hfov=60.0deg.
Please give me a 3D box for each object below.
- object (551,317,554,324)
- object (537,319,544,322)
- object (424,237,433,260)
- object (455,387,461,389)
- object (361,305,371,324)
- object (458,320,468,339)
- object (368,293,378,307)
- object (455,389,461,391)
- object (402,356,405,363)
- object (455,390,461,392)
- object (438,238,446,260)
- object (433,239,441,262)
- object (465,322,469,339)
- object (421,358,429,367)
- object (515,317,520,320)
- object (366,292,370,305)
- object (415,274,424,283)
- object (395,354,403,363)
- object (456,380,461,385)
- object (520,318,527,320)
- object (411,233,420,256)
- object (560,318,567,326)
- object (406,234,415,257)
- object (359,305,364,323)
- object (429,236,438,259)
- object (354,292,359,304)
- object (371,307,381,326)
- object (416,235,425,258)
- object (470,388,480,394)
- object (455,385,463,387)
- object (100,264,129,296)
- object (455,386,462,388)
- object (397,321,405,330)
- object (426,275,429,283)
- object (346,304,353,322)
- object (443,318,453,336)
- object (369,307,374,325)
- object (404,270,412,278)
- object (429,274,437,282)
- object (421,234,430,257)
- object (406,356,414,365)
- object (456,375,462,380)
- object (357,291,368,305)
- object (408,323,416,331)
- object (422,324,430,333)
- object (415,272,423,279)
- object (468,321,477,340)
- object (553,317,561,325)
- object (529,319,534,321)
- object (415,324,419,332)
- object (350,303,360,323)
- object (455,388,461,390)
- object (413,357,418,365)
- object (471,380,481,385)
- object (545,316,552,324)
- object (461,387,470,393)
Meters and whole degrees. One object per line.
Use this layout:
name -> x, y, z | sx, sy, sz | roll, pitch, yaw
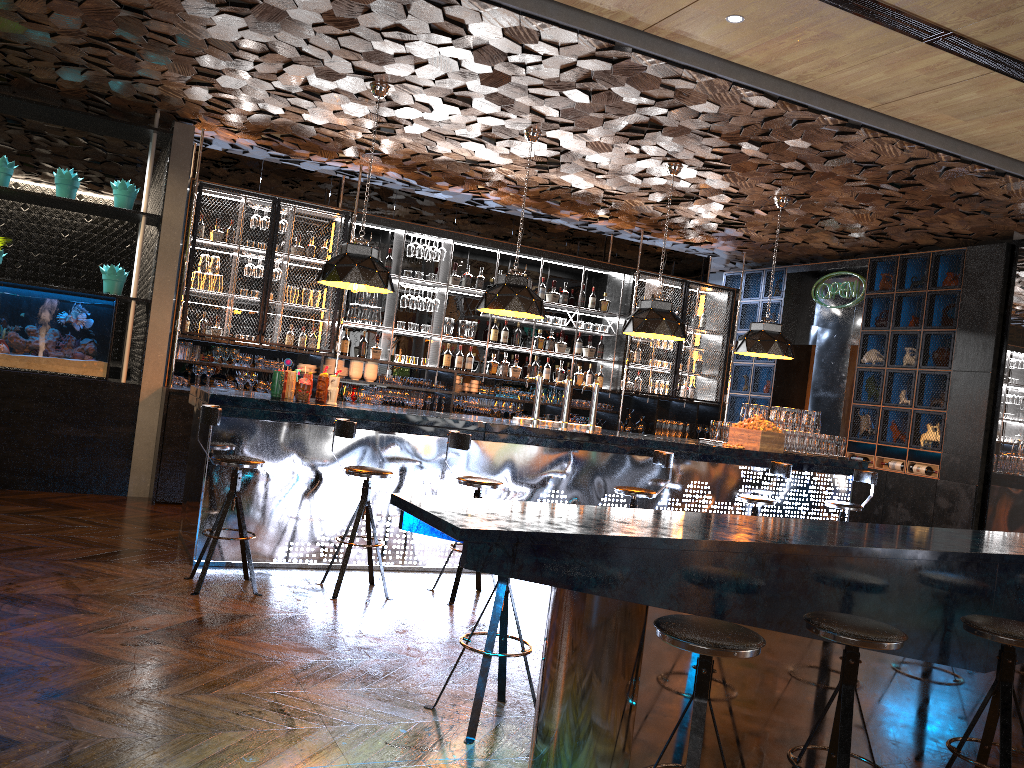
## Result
object -> 0.452, -0.754, 10.645 | 0.089, 0.092, 0.089 | 7, 0, -26
object -> 0.336, -0.770, 10.443 | 0.089, 0.092, 0.089 | 7, -1, 36
object -> -0.936, -1.519, 9.949 | 0.092, 0.244, 0.092 | 7, 0, 25
object -> -0.628, 0.045, 9.954 | 0.149, 0.024, 0.149 | 7, 0, -26
object -> -1.578, -0.744, 9.592 | 0.105, 0.209, 0.105 | 7, 0, 19
object -> -0.560, -0.615, 10.054 | 0.105, 0.209, 0.105 | 7, 0, 19
object -> -1.506, -0.945, 9.624 | 0.105, 0.209, 0.105 | 7, 0, 19
object -> -0.631, 0.068, 9.954 | 0.149, 0.023, 0.149 | 7, -1, 33
object -> -1.244, -0.273, 9.904 | 0.089, 0.092, 0.089 | 7, -1, 36
object -> -0.633, 0.078, 9.954 | 0.149, 0.022, 0.149 | 7, -1, 33
object -> -0.772, -1.499, 9.845 | 0.092, 0.244, 0.092 | 7, 0, 25
object -> -0.843, -1.507, 9.994 | 0.092, 0.244, 0.092 | 7, 0, 25
object -> -0.489, -0.605, 10.182 | 0.105, 0.209, 0.105 | 7, 0, 19
object -> -0.969, -0.239, 9.873 | 0.089, 0.092, 0.089 | 7, 0, -15
object -> 0.059, -0.804, 10.465 | 0.089, 0.092, 0.089 | 7, -1, -36
object -> -1.549, -0.950, 9.704 | 0.105, 0.209, 0.105 | 7, 0, 19
object -> -1.040, -1.189, 9.944 | 0.089, 0.092, 0.089 | 7, 0, -15
object -> -1.241, -0.274, 9.718 | 0.089, 0.092, 0.089 | 7, -1, 36
object -> -0.618, -0.017, 9.954 | 0.107, 0.070, 0.094 | 7, 0, 5
object -> 0.141, -0.795, 10.350 | 0.089, 0.092, 0.089 | 7, 0, 0
object -> -1.052, -1.535, 9.710 | 0.092, 0.244, 0.092 | 7, 0, 25
object -> 0.607, -0.736, 10.598 | 0.089, 0.092, 0.089 | 7, 0, 19
object -> -1.123, -1.542, 9.859 | 0.092, 0.244, 0.092 | 7, 0, 25
object -> -1.631, -0.750, 9.687 | 0.105, 0.209, 0.105 | 7, 0, 19
object -> -0.865, -1.511, 9.801 | 0.092, 0.244, 0.092 | 7, 0, 25
object -> -1.660, -0.964, 9.664 | 0.105, 0.209, 0.105 | 7, 0, 19
object -> -1.469, -0.730, 9.631 | 0.105, 0.209, 0.105 | 7, 0, 19
object -> -1.024, -1.530, 9.907 | 0.092, 0.244, 0.092 | 7, 0, 25
object -> -0.429, 0.080, 10.033 | 0.106, 0.067, 0.094 | 7, -1, -37
object -> -0.626, 0.025, 9.954 | 0.149, 0.025, 0.149 | 7, 0, 27
object -> -3.797, -0.996, 8.441 | 0.265, 0.325, 0.245 | 7, -1, -32
object -> -0.626, 0.036, 9.954 | 0.149, 0.026, 0.148 | 7, 0, -19
object -> -1.226, -0.640, 9.779 | 0.089, 0.092, 0.089 | 7, -1, 43
object -> -0.933, -1.175, 10.008 | 0.089, 0.092, 0.089 | 7, -1, 33
object -> -1.744, -0.764, 9.641 | 0.105, 0.209, 0.105 | 7, 0, 19
object -> -0.720, -0.636, 9.947 | 0.105, 0.209, 0.105 | 7, 0, 19
object -> -1.529, -0.737, 9.725 | 0.105, 0.209, 0.105 | 7, 0, 19
object -> -1.150, -1.204, 9.781 | 0.089, 0.092, 0.089 | 7, -1, 33
object -> -0.882, -1.171, 9.829 | 0.089, 0.092, 0.089 | 7, -1, 33
object -> -0.953, -1.522, 9.758 | 0.092, 0.244, 0.092 | 7, 0, 25
object -> -1.128, -0.260, 9.757 | 0.089, 0.092, 0.089 | 7, 0, 28
object -> -0.622, -0.063, 9.949 | 0.094, 0.069, 0.106 | 7, 0, -20
object -> -1.606, -0.958, 9.566 | 0.105, 0.209, 0.105 | 7, 0, 19
object -> -1.104, -0.625, 9.789 | 0.089, 0.092, 0.089 | 7, -1, 43
object -> -0.950, -0.606, 9.796 | 0.089, 0.092, 0.089 | 7, -1, -41
object -> -1.032, -1.189, 9.812 | 0.089, 0.092, 0.089 | 7, -1, 33
object -> -0.453, -0.602, 10.079 | 0.105, 0.209, 0.105 | 7, 0, 19
object -> 0.533, -0.745, 10.525 | 0.089, 0.092, 0.089 | 7, 0, 28
object -> 0.245, -0.780, 10.581 | 0.089, 0.092, 0.089 | 7, 0, 16
object -> -1.090, -0.623, 9.920 | 0.089, 0.092, 0.089 | 7, 0, 6
object -> -1.684, -0.757, 9.540 | 0.105, 0.209, 0.105 | 7, 0, 19
object -> -0.629, 0.057, 9.954 | 0.149, 0.023, 0.149 | 7, -1, -41
object -> -1.091, -0.254, 9.884 | 0.089, 0.092, 0.089 | 7, 0, -15
object -> -0.420, -0.010, 10.025 | 0.094, 0.068, 0.106 | 7, 0, -26
object -> 0.429, -0.758, 10.501 | 0.089, 0.092, 0.089 | 7, 0, 28
object -> -0.519, 0.069, 10.093 | 0.094, 0.067, 0.106 | 7, 0, 27
